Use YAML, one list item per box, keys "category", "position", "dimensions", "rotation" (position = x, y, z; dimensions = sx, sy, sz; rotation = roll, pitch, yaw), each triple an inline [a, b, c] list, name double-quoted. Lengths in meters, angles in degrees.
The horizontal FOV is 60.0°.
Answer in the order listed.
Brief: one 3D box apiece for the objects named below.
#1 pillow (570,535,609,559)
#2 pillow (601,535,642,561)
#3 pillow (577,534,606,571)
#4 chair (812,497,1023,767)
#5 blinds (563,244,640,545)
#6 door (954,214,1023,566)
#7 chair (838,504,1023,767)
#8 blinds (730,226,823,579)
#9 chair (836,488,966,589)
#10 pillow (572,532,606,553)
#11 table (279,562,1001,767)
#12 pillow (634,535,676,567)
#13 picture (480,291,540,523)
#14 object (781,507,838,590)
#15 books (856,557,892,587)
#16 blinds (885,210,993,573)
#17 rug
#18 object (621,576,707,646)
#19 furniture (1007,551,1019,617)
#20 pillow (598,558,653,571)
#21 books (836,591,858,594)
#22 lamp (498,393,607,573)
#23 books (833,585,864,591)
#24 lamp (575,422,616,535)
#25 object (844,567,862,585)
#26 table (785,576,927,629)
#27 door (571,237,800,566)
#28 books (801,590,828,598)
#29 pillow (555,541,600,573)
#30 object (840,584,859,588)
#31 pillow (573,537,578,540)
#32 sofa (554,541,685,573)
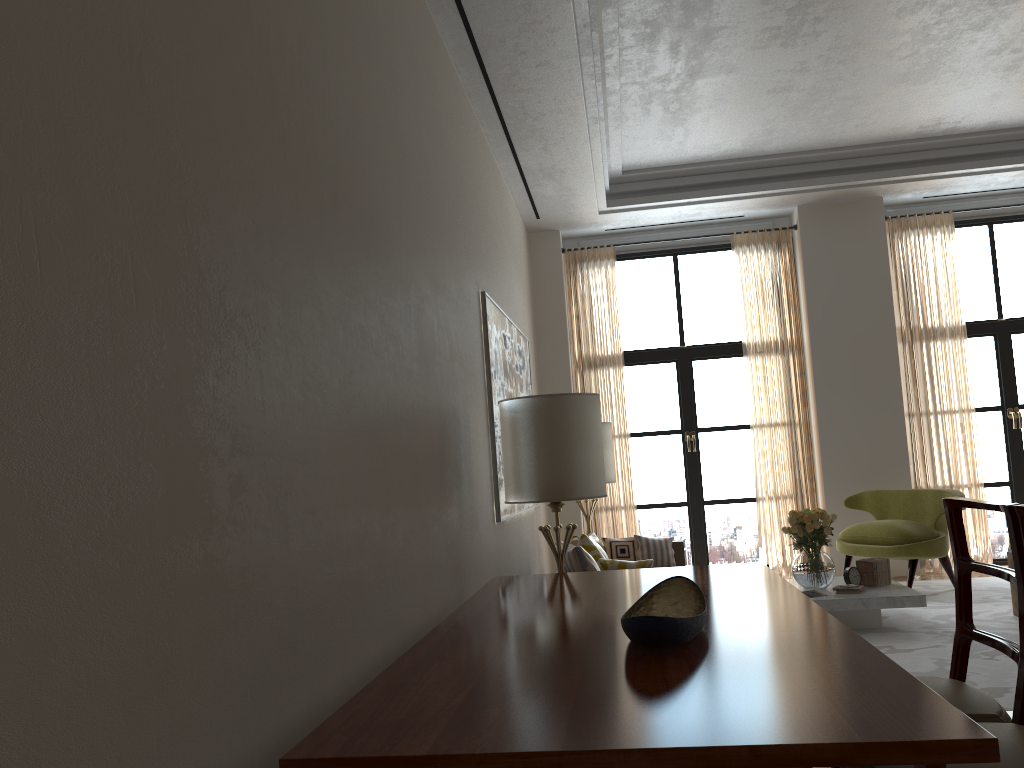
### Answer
- category: "pillow"
  position: [0.776, 1.749, 8.566]
  dimensions: [0.404, 0.546, 0.618]
  rotation: [-5, -5, 10]
- category: "pillow"
  position: [1.234, 1.904, 9.851]
  dimensions: [0.464, 0.411, 0.304]
  rotation: [-4, -5, 5]
- category: "pillow"
  position: [0.724, 1.658, 8.003]
  dimensions: [0.355, 0.616, 0.769]
  rotation: [0, -6, -39]
- category: "chair"
  position: [1.473, 1.213, 3.343]
  dimensions: [0.878, 1.502, 0.657]
  rotation: [-5, -4, 7]
- category: "blinds"
  position: [1.292, 0.485, 12.542]
  dimensions: [0.781, 4.876, 0.420]
  rotation: [-5, -4, 9]
- category: "door"
  position: [6.782, 0.064, 12.071]
  dimensions: [3.087, 4.758, 0.240]
  rotation: [-5, -4, 7]
- category: "chair"
  position: [1.401, 1.155, 2.700]
  dimensions: [0.878, 1.502, 0.657]
  rotation: [-5, -4, 7]
- category: "blinds"
  position: [3.659, 0.285, 12.242]
  dimensions: [0.874, 4.864, 0.419]
  rotation: [-5, -4, 10]
- category: "chair"
  position: [4.519, 1.886, 10.567]
  dimensions: [1.029, 1.211, 1.795]
  rotation: [-2, -6, -25]
- category: "pillow"
  position: [0.890, 1.892, 9.808]
  dimensions: [0.297, 0.475, 0.516]
  rotation: [-6, -5, 28]
- category: "table"
  position: [0.555, 1.596, 4.076]
  dimensions: [1.801, 1.025, 3.808]
  rotation: [-5, -6, 7]
- category: "pillow"
  position: [1.591, 1.868, 9.770]
  dimensions: [0.498, 0.427, 0.327]
  rotation: [-4, -5, -5]
- category: "picture"
  position: [0.033, 0.320, 9.137]
  dimensions: [0.045, 1.994, 3.067]
  rotation: [-5, -5, 8]
- category: "object"
  position: [3.041, 1.658, 8.912]
  dimensions: [0.540, 0.820, 0.628]
  rotation: [-4, -5, 3]
- category: "books"
  position: [3.619, 1.883, 8.875]
  dimensions: [0.281, 0.264, 0.211]
  rotation: [-1, -6, -33]
- category: "blinds"
  position: [5.734, 0.116, 11.980]
  dimensions: [0.960, 4.864, 0.420]
  rotation: [-5, -4, 9]
- category: "rug"
  position: [4.312, 2.224, 8.357]
  dimensions: [5.519, 0.065, 5.743]
  rotation: [-5, -6, 7]
- category: "object"
  position: [0.639, 0.953, 3.692]
  dimensions: [0.331, 0.164, 1.085]
  rotation: [-6, -6, 18]
- category: "furniture"
  position: [5.084, 1.888, 8.289]
  dimensions: [0.614, 0.615, 0.615]
  rotation: [-5, -5, 7]
- category: "pillow"
  position: [0.972, 1.662, 7.417]
  dimensions: [0.483, 0.432, 0.318]
  rotation: [-5, -5, 17]
- category: "books"
  position: [3.246, 1.998, 8.573]
  dimensions: [0.197, 0.024, 0.256]
  rotation: [-7, -6, 25]
- category: "lamp"
  position: [0.353, 1.228, 6.600]
  dimensions: [0.767, 2.250, 0.769]
  rotation: [-2, -5, -27]
- category: "books"
  position: [3.255, 1.974, 8.573]
  dimensions: [0.256, 0.026, 0.202]
  rotation: [-7, -7, 32]
- category: "lamp"
  position: [0.960, 1.637, 11.215]
  dimensions: [0.767, 2.250, 0.769]
  rotation: [-2, -5, -30]
- category: "object"
  position: [3.383, 1.918, 8.798]
  dimensions: [0.204, 0.208, 0.082]
  rotation: [-1, -5, -32]
- category: "table"
  position: [3.108, 2.226, 8.928]
  dimensions: [1.584, 0.342, 1.503]
  rotation: [-5, -6, 7]
- category: "door"
  position: [2.534, 0.412, 12.610]
  dimensions: [3.259, 4.758, 0.240]
  rotation: [-5, -4, 7]
- category: "books"
  position: [2.807, 2.021, 8.552]
  dimensions: [0.281, 0.038, 0.385]
  rotation: [-2, -6, -20]
- category: "pillow"
  position: [0.596, 1.646, 7.619]
  dimensions: [0.355, 0.575, 0.625]
  rotation: [-3, -5, -14]
- category: "object"
  position: [3.267, 1.953, 8.579]
  dimensions: [0.139, 0.019, 0.137]
  rotation: [-3, -6, -9]
- category: "pillow"
  position: [0.771, 1.851, 8.946]
  dimensions: [0.371, 0.564, 0.661]
  rotation: [-4, -5, 2]
- category: "sofa"
  position: [1.125, 2.102, 8.631]
  dimensions: [1.352, 0.818, 2.985]
  rotation: [-5, -6, 7]
